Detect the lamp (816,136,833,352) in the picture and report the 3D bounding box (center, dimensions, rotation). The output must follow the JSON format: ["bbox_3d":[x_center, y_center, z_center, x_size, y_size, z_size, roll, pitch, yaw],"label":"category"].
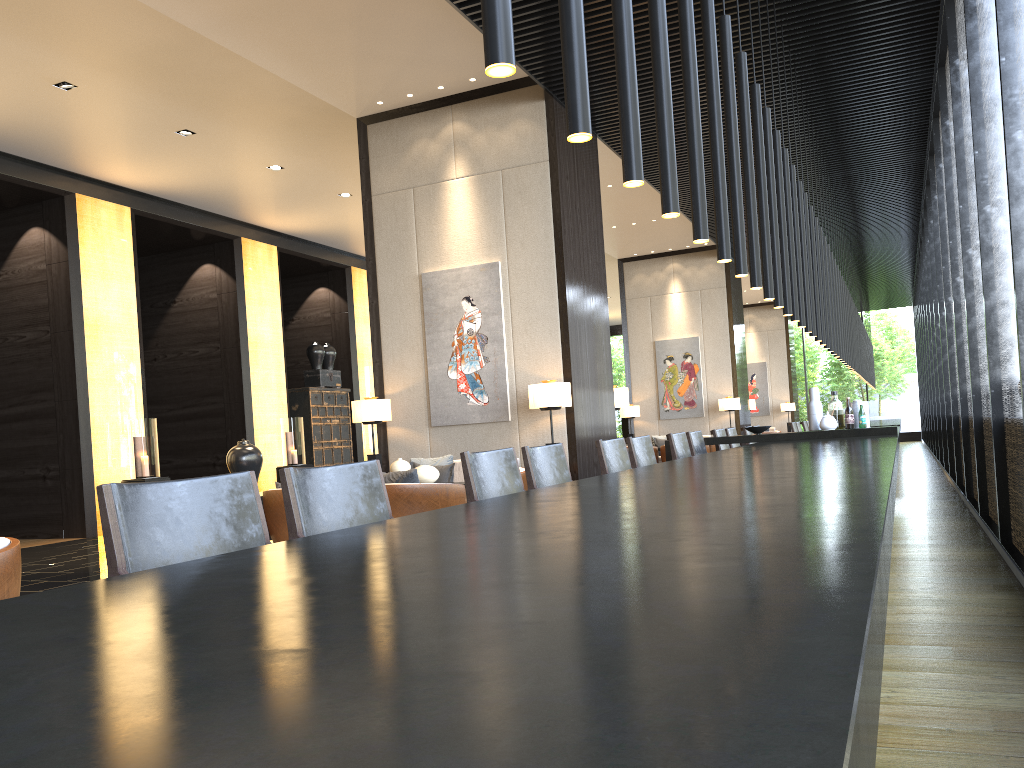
[{"bbox_3d":[3.410,-1.560,9.699,0.060,2.420,0.060,-4,0,19],"label":"lamp"}]

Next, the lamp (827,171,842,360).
[{"bbox_3d":[4.033,-1.514,11.115,0.060,2.420,0.060,-4,0,19],"label":"lamp"}]

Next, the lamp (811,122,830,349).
[{"bbox_3d":[3.203,-1.575,9.230,0.060,2.420,0.060,-4,0,19],"label":"lamp"}]

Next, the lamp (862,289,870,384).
[{"bbox_3d":[8.288,-1.202,20.773,0.060,2.420,0.060,-4,0,-11],"label":"lamp"}]

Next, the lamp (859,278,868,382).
[{"bbox_3d":[7.669,-1.248,19.368,0.060,2.420,0.060,-4,0,-11],"label":"lamp"}]

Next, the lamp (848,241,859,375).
[{"bbox_3d":[6.025,-1.368,15.635,0.060,2.420,0.060,-4,0,-11],"label":"lamp"}]

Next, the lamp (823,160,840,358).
[{"bbox_3d":[3.826,-1.529,10.645,0.060,2.420,0.060,-4,0,19],"label":"lamp"}]

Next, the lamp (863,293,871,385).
[{"bbox_3d":[8.493,-1.187,21.239,0.060,2.420,0.060,-4,0,-11],"label":"lamp"}]

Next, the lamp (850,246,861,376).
[{"bbox_3d":[6.235,-1.353,16.113,0.060,2.420,0.060,-4,0,-11],"label":"lamp"}]

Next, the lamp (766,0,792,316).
[{"bbox_3d":[1.810,-1.677,6.068,0.060,2.420,0.060,-4,0,19],"label":"lamp"}]

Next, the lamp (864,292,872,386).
[{"bbox_3d":[8.907,-1.157,22.178,0.060,2.420,0.060,-4,0,-11],"label":"lamp"}]

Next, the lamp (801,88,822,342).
[{"bbox_3d":[2.788,-1.605,8.288,0.060,2.420,0.060,-4,0,19],"label":"lamp"}]

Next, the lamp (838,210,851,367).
[{"bbox_3d":[4.857,-1.454,12.985,0.060,2.420,0.060,-4,0,19],"label":"lamp"}]

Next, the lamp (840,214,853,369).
[{"bbox_3d":[5.064,-1.438,13.454,0.060,2.420,0.060,-4,0,-11],"label":"lamp"}]

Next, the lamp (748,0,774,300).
[{"bbox_3d":[1.435,-1.704,5.216,0.060,2.420,0.060,-4,0,19],"label":"lamp"}]

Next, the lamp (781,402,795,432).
[{"bbox_3d":[7.594,1.173,24.245,0.374,1.350,0.375,-4,0,-37],"label":"lamp"}]

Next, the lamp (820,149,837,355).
[{"bbox_3d":[3.614,-1.545,10.164,0.060,2.420,0.060,-4,0,19],"label":"lamp"}]

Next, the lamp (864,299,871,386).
[{"bbox_3d":[8.701,-1.172,21.709,0.060,2.420,0.060,-4,0,-11],"label":"lamp"}]

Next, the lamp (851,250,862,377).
[{"bbox_3d":[6.400,-1.341,16.487,0.060,2.420,0.060,-4,0,-11],"label":"lamp"}]

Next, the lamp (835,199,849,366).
[{"bbox_3d":[4.650,-1.469,12.515,0.060,2.420,0.060,-4,0,19],"label":"lamp"}]

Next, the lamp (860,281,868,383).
[{"bbox_3d":[7.877,-1.232,19.839,0.060,2.420,0.060,-4,0,-11],"label":"lamp"}]

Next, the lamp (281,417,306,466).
[{"bbox_3d":[-3.367,0.882,13.631,0.337,0.729,0.336,-4,-1,29],"label":"lamp"}]

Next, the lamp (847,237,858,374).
[{"bbox_3d":[5.837,-1.382,15.209,0.060,2.420,0.060,-4,0,-11],"label":"lamp"}]

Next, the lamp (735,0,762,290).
[{"bbox_3d":[1.232,-1.719,4.757,0.060,2.420,0.060,-4,0,29],"label":"lamp"}]

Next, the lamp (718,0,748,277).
[{"bbox_3d":[1.040,-1.733,4.320,0.060,2.420,0.060,-4,0,19],"label":"lamp"}]

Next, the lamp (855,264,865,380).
[{"bbox_3d":[7.046,-1.293,17.954,0.060,2.420,0.060,-4,0,-11],"label":"lamp"}]

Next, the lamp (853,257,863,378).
[{"bbox_3d":[6.631,-1.324,17.012,0.060,2.420,0.060,-4,0,-11],"label":"lamp"}]

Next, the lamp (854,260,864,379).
[{"bbox_3d":[6.839,-1.308,17.484,0.060,2.420,0.060,-4,0,-11],"label":"lamp"}]

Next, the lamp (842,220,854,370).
[{"bbox_3d":[5.269,-1.423,13.919,0.060,2.420,0.060,-4,0,-11],"label":"lamp"}]

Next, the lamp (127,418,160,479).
[{"bbox_3d":[-4.551,0.795,10.945,0.336,0.729,0.337,-4,-1,-3],"label":"lamp"}]

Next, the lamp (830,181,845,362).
[{"bbox_3d":[4.240,-1.499,11.584,0.060,2.420,0.060,-4,0,19],"label":"lamp"}]

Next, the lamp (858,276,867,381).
[{"bbox_3d":[7.458,-1.263,18.888,0.060,2.420,0.060,-4,0,-11],"label":"lamp"}]

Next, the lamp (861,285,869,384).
[{"bbox_3d":[8.083,-1.217,20.308,0.060,2.420,0.060,-4,0,-11],"label":"lamp"}]

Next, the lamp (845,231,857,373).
[{"bbox_3d":[5.653,-1.395,14.792,0.060,2.420,0.060,-4,0,-11],"label":"lamp"}]

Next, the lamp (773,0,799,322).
[{"bbox_3d":[1.994,-1.663,6.485,0.060,2.420,0.060,-4,0,19],"label":"lamp"}]

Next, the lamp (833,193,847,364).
[{"bbox_3d":[4.445,-1.484,12.049,0.060,2.420,0.060,-4,0,19],"label":"lamp"}]

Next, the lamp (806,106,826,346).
[{"bbox_3d":[2.996,-1.590,8.760,0.060,2.420,0.060,-4,0,19],"label":"lamp"}]

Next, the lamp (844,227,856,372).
[{"bbox_3d":[5.473,-1.408,14.383,0.060,2.420,0.060,-4,0,-11],"label":"lamp"}]

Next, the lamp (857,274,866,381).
[{"bbox_3d":[7.253,-1.278,18.423,0.060,2.420,0.060,-4,0,-11],"label":"lamp"}]

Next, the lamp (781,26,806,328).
[{"bbox_3d":[2.181,-1.649,6.911,0.060,2.420,0.060,-4,0,19],"label":"lamp"}]
